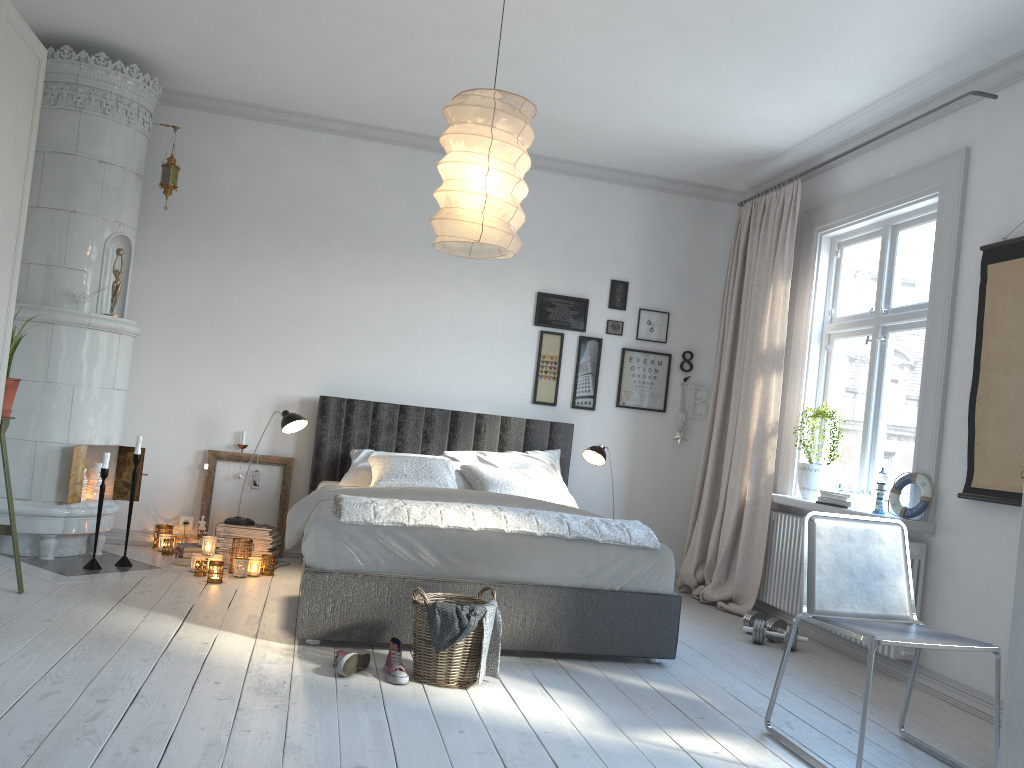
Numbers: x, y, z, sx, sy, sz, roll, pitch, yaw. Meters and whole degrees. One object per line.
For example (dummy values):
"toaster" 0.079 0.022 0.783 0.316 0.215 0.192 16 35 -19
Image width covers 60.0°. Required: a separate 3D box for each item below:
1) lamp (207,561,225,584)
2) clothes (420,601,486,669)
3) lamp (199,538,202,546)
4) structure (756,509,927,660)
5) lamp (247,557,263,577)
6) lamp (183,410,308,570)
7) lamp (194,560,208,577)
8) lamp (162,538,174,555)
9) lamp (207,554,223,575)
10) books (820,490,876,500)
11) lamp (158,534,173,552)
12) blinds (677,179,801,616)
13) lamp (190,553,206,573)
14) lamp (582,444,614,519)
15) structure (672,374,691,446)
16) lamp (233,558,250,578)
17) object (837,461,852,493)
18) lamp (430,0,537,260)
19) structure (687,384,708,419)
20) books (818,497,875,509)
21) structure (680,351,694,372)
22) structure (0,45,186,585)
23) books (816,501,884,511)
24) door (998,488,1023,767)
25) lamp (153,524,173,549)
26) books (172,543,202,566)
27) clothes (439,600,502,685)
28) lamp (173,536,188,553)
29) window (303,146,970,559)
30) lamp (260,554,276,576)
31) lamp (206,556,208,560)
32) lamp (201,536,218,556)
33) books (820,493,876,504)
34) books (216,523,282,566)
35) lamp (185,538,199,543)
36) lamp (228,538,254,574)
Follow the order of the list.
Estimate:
"lamp" -1.557 0.988 4.660 0.081 0.106 0.081 8 -3 -36
"clothes" -0.225 0.945 3.331 0.246 0.270 0.297 7 -2 -11
"lamp" -1.870 0.994 5.409 0.080 0.098 0.081 5 -3 34
"structure" 1.733 1.031 4.821 0.195 0.547 1.506 7 -3 -12
"lamp" -1.435 1.019 4.940 0.080 0.098 0.081 5 -2 22
"lamp" -1.629 0.595 5.289 0.825 0.935 0.450 6 -2 6
"lamp" -1.675 0.995 4.772 0.067 0.078 0.070 5 -3 30
"lamp" -2.054 0.972 5.285 0.063 0.091 0.073 6 -2 20
"lamp" -1.636 0.994 4.880 0.080 0.098 0.081 5 -2 22
"books" 1.799 0.591 4.705 0.203 0.015 0.269 7 -3 -15
"lamp" -2.108 0.967 5.386 0.081 0.098 0.080 8 -3 -41
"blinds" 1.426 0.084 5.632 0.225 2.646 0.831 7 -2 -12
"lamp" -1.724 0.984 4.866 0.080 0.098 0.081 5 -2 22
"lamp" 0.688 0.875 5.795 0.801 0.936 0.450 8 -2 -30
"structure" 1.197 0.182 6.245 0.134 0.514 0.078 7 -2 -24
"lamp" -1.488 1.010 4.871 0.080 0.098 0.081 5 -2 22
"object" 1.799 0.500 4.780 0.074 0.173 0.074 5 -2 33
"lamp" -0.066 -1.085 3.168 0.338 1.230 0.341 6 -2 19
"structure" 1.326 0.131 6.300 0.146 0.239 0.024 7 -2 -12
"books" 1.798 0.634 4.719 0.207 0.024 0.262 7 -3 -19
"structure" 1.240 -0.159 6.280 0.096 0.150 0.014 7 -2 -12
"structure" -2.327 -0.375 4.928 1.247 2.834 0.801 5 -2 33
"books" 1.786 0.651 4.703 0.219 0.013 0.272 7 -3 -16
"door" -0.152 -0.270 0.382 2.600 2.504 0.577 7 -2 -12
"lamp" -2.154 0.945 5.474 0.108 0.140 0.107 8 -3 -40
"books" -1.859 0.983 5.114 0.175 0.095 0.262 7 -3 -17
"clothes" -0.205 0.963 3.372 0.283 0.288 0.235 5 -2 27
"lamp" -2.018 0.976 5.384 0.081 0.098 0.080 8 -3 -41
"window" 2.929 -0.037 8.424 11.971 7.005 7.980 7 -2 -12
"lamp" -1.383 1.025 5.019 0.080 0.107 0.080 8 -3 -40
"lamp" -1.814 0.994 5.289 0.081 0.098 0.080 8 -3 -41
"lamp" -1.668 0.891 4.878 0.080 0.098 0.081 5 -3 31
"books" 1.796 0.610 4.709 0.208 0.022 0.253 7 -3 -11
"books" -1.575 0.954 5.306 0.346 0.232 0.245 6 -2 -4
"lamp" -1.937 0.984 5.350 0.081 0.098 0.080 8 -3 -41
"lamp" -1.520 0.967 4.979 0.117 0.188 0.122 5 -2 31
